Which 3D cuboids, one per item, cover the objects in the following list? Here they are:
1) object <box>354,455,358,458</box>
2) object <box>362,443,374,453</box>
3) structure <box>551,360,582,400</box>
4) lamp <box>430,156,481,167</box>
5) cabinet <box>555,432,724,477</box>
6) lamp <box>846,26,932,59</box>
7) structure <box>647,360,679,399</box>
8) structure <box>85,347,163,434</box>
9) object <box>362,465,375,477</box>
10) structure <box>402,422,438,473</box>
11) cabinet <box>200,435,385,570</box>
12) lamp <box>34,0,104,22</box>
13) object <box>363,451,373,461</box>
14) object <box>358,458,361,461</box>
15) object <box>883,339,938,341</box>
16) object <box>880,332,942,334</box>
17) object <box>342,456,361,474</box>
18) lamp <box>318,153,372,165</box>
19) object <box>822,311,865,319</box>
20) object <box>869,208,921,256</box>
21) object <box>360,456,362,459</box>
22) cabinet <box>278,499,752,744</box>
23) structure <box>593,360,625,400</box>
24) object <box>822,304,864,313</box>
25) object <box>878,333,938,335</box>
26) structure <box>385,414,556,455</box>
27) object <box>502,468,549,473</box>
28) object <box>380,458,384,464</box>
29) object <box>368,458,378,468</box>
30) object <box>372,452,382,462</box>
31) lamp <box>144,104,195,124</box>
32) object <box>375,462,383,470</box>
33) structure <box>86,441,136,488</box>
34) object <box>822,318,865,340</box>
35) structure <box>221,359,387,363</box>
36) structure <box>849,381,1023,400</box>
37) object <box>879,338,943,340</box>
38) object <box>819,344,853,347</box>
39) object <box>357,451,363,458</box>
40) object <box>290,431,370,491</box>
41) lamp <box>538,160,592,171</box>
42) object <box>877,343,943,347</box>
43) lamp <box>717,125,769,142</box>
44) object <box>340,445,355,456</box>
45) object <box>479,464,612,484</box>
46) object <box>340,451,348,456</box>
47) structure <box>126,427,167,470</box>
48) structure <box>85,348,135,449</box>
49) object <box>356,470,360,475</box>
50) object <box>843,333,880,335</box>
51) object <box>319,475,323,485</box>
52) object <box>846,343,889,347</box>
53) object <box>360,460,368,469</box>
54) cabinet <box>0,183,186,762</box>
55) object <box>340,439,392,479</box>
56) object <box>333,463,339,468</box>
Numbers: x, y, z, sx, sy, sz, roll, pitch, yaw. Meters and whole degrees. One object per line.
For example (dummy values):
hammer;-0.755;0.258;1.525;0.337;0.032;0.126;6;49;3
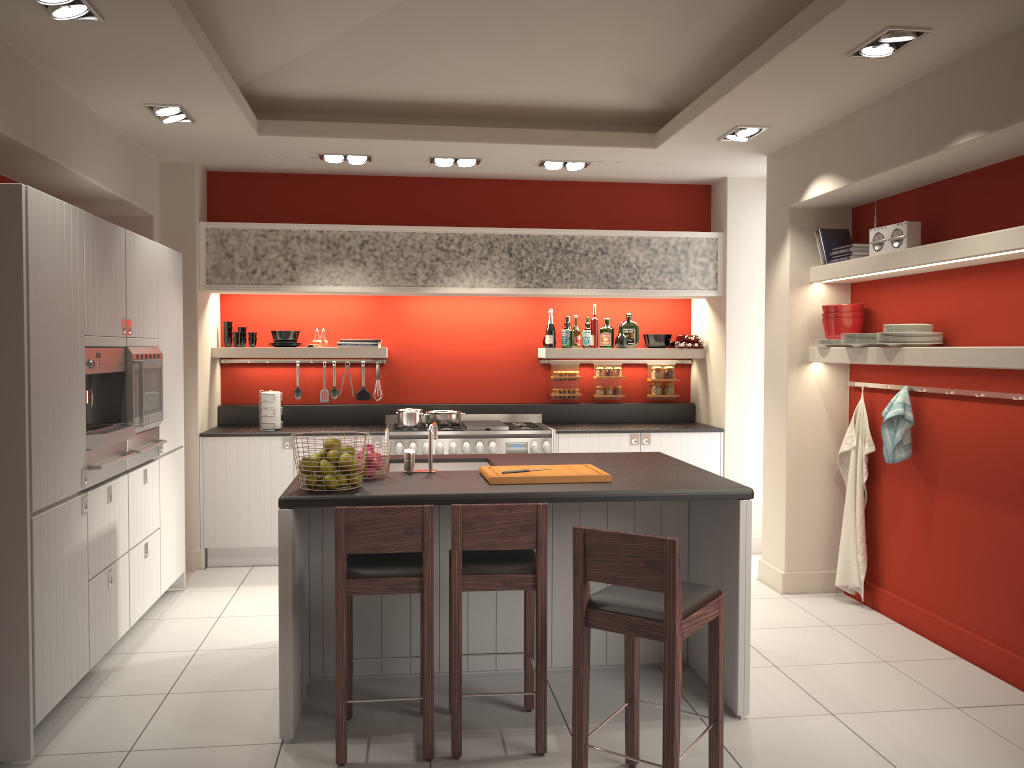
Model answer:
object;-0.759;0.355;4.220;0.049;0.049;0.048;0;2;0
object;-0.684;0.312;4.220;0.056;0.058;0.056;2;3;38
structure;0.467;-0.034;7.627;0.256;0.347;0.130;0;2;-7
lamp;-0.409;-1.627;6.400;0.361;0.104;0.199;0;2;-7
cabinet;0.966;0.866;7.331;1.361;0.993;0.687;0;2;-7
lamp;1.663;-1.527;3.927;0.199;0.085;0.361;0;2;-7
structure;1.317;-0.036;7.737;0.256;0.347;0.130;0;2;-7
structure;-2.170;0.028;5.002;0.332;0.472;0.610;0;2;-7
object;-0.679;0.411;4.195;0.062;0.057;0.061;0;2;-7
structure;-0.460;0.323;4.451;0.183;0.249;0.224;0;2;-7
cabinet;-1.678;0.871;6.992;1.361;0.993;0.687;0;2;-7
lamp;-1.768;-1.517;3.487;0.199;0.103;0.361;0;2;-7
object;-0.677;0.339;4.158;0.048;0.046;0.048;2;3;38
object;-0.732;0.374;4.185;0.059;0.059;0.060;0;2;5
object;2.219;-0.237;4.950;0.339;0.020;0.339;0;2;-5
object;2.219;-0.276;4.949;0.339;0.020;0.339;0;2;-5
object;-0.709;0.356;3.902;0.082;0.082;0.082;-2;3;-40
lamp;-1.184;-1.624;6.301;0.361;0.109;0.199;0;2;-7
object;2.137;-0.391;5.729;0.260;0.159;0.260;-1;2;-26
object;2.188;-0.925;5.079;0.097;0.369;0.342;0;2;-12
object;-0.698;0.350;4.193;0.041;0.039;0.041;0;2;9
cabinet;-0.044;0.989;4.492;2.034;1.011;1.423;0;2;-7
structure;0.841;-0.035;7.675;0.256;0.347;0.130;0;2;-7
object;2.134;-0.441;5.723;0.260;0.161;0.260;-2;3;-40
object;2.219;-0.269;4.949;0.339;0.020;0.339;0;2;-5
structure;-0.352;0.813;7.113;1.322;1.085;0.778;0;2;-7
object;0.075;0.405;4.180;0.302;0.010;0.035;-2;3;-37
object;-0.650;0.375;4.296;0.055;0.056;0.055;0;2;2
object;-0.654;0.373;4.174;0.048;0.046;0.048;2;3;42
object;-0.646;0.349;4.218;0.051;0.055;0.056;0;2;7
lamp;-1.980;-1.572;5.140;0.199;0.084;0.361;0;2;-7
object;-0.641;0.391;4.238;0.046;0.043;0.046;1;2;32
structure;-2.011;0.384;4.403;0.129;0.177;0.617;0;2;-7
object;2.139;-0.347;5.732;0.260;0.146;0.260;0;2;-4
structure;-1.729;-0.189;7.411;1.355;0.034;0.054;0;2;-7
structure;2.390;0.041;4.792;0.063;0.034;2.224;0;2;-7
object;2.219;-0.244;4.950;0.339;0.020;0.339;0;2;-5
object;2.139;-0.249;5.735;0.339;0.020;0.339;0;2;-5
object;-0.720;0.341;4.241;0.041;0.044;0.045;-1;3;-38
object;-0.796;0.335;3.885;0.341;0.232;0.341;1;2;26
lamp;0.385;-1.629;6.502;0.361;0.103;0.199;0;2;-7
object;2.219;-0.218;4.951;0.339;0.020;0.339;0;2;-5
lamp;1.451;-1.590;5.580;0.199;0.090;0.361;0;2;-7
object;-0.737;0.303;3.979;0.067;0.064;0.067;0;2;-7
object;0.149;0.426;4.213;0.570;0.033;0.372;0;2;-9
object;-0.751;0.322;3.925;0.056;0.054;0.057;-1;3;-36
structure;-2.091;0.360;5.027;0.129;0.177;0.617;0;2;-7
structure;-2.165;0.056;4.372;0.453;0.470;0.623;0;2;-7
object;-0.741;0.417;4.183;0.050;0.049;0.049;-2;3;-41
object;2.157;-0.291;5.328;0.339;0.020;0.339;0;2;-8
object;-0.822;0.423;3.898;0.055;0.054;0.053;0;2;-4
object;2.156;-0.233;5.330;0.339;0.020;0.339;0;2;-8
object;-0.697;0.377;4.160;0.040;0.041;0.041;1;2;29
cabinet;-2.392;0.304;4.670;0.716;2.250;2.558;0;2;-7
object;-0.695;0.357;4.238;0.248;0.168;0.248;-1;2;-19
object;-0.774;0.350;3.988;0.067;0.064;0.066;0;2;-3
